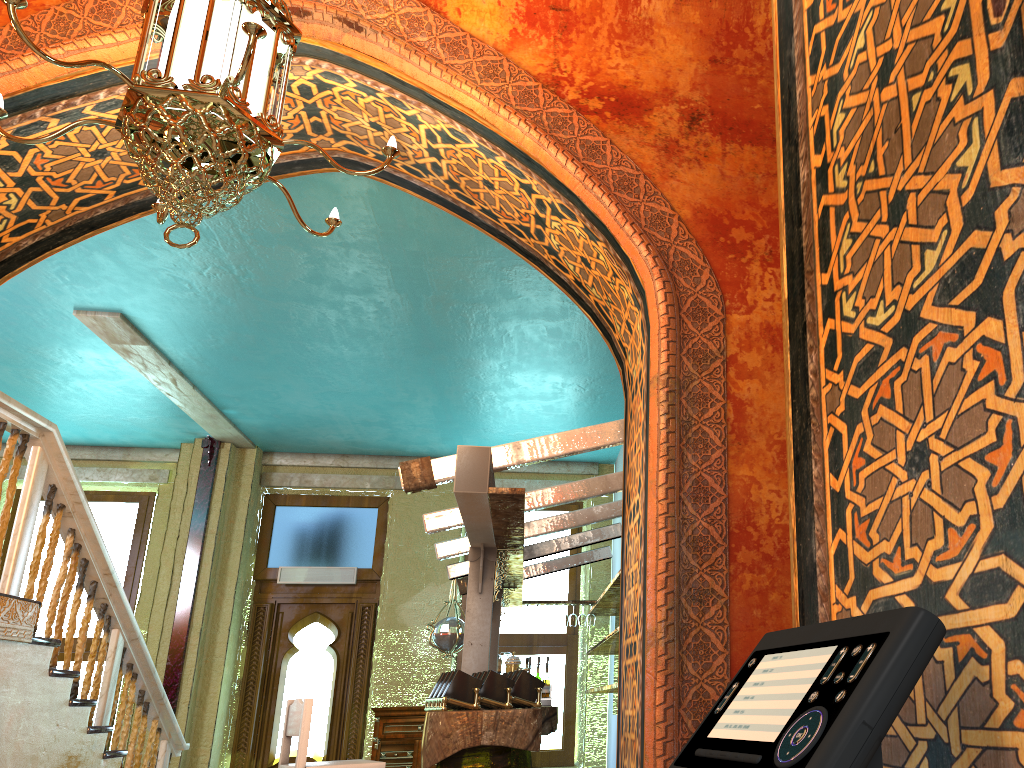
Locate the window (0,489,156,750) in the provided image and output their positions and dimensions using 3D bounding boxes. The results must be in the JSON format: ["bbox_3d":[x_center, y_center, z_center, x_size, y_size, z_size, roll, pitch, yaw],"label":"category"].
[{"bbox_3d":[-5.337,2.911,9.988,1.600,3.359,0.086,5,-17,-11],"label":"window"}]

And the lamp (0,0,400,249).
[{"bbox_3d":[-1.012,-1.552,3.112,1.337,2.323,1.107,3,-18,-5],"label":"lamp"}]

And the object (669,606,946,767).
[{"bbox_3d":[0.355,0.477,1.135,0.269,0.312,0.438,5,-20,-12],"label":"object"}]

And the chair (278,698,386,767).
[{"bbox_3d":[-1.111,2.566,5.077,0.551,1.312,0.460,12,-20,-29],"label":"chair"}]

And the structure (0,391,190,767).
[{"bbox_3d":[-3.962,2.259,6.445,1.846,3.086,5.834,2,-20,0],"label":"structure"}]

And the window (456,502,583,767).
[{"bbox_3d":[0.105,3.186,11.101,1.600,3.359,0.086,5,-17,-11],"label":"window"}]

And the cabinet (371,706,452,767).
[{"bbox_3d":[-1.092,4.468,10.006,1.162,1.280,0.602,4,-18,-8],"label":"cabinet"}]
